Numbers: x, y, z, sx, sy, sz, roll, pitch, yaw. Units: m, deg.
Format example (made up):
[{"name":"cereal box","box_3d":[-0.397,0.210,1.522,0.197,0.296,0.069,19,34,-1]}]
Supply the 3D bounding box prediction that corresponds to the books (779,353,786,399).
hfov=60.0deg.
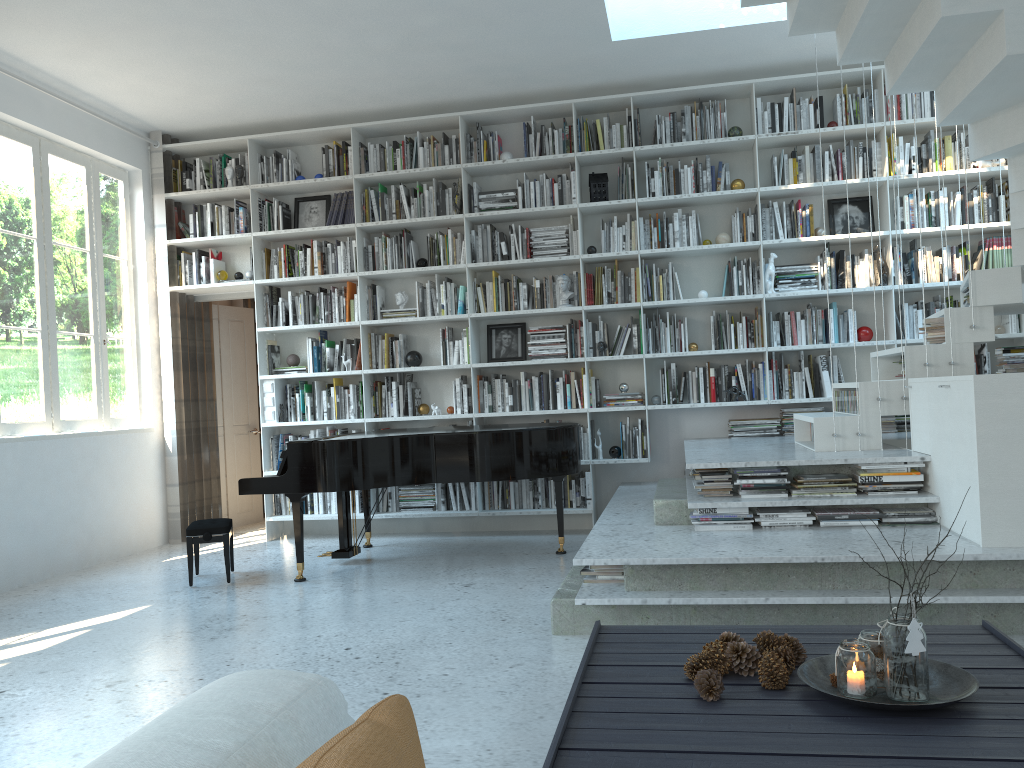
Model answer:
[{"name":"books","box_3d":[1.926,-0.056,6.315,0.013,0.327,0.130,-3,0,11]}]

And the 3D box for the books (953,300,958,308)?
[{"name":"books","box_3d":[3.041,-0.443,6.095,0.012,0.254,0.161,-3,0,11]}]

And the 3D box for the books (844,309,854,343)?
[{"name":"books","box_3d":[2.358,-0.399,6.212,0.025,0.235,0.181,-3,-1,11]}]

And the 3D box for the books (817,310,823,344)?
[{"name":"books","box_3d":[2.160,-0.394,6.255,0.026,0.246,0.165,-3,0,11]}]

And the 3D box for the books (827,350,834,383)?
[{"name":"books","box_3d":[2.247,-0.072,6.253,0.012,0.326,0.136,-3,0,11]}]

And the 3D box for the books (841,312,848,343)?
[{"name":"books","box_3d":[2.330,-0.389,6.227,0.037,0.218,0.139,-3,0,11]}]

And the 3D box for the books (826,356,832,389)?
[{"name":"books","box_3d":[2.235,-0.051,6.249,0.012,0.285,0.159,-3,0,11]}]

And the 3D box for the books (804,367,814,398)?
[{"name":"books","box_3d":[2.085,-0.009,6.265,0.052,0.217,0.184,-3,-1,11]}]

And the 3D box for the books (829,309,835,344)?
[{"name":"books","box_3d":[2.231,-0.397,6.222,0.023,0.244,0.189,-3,-1,11]}]

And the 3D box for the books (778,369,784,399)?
[{"name":"books","box_3d":[1.906,0.002,6.320,0.033,0.213,0.140,-3,0,11]}]

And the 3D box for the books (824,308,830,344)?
[{"name":"books","box_3d":[2.218,-0.401,6.250,0.012,0.254,0.161,-3,0,11]}]

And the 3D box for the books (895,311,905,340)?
[{"name":"books","box_3d":[2.661,-0.434,6.162,0.085,0.278,0.159,-3,0,11]}]

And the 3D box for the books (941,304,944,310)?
[{"name":"books","box_3d":[2.948,-0.427,6.104,0.014,0.230,0.172,-3,-1,11]}]

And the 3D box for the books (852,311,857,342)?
[{"name":"books","box_3d":[2.384,-0.394,6.209,0.027,0.223,0.170,-3,-1,11]}]

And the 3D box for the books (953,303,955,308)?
[{"name":"books","box_3d":[3.020,-0.434,6.095,0.014,0.237,0.146,-3,0,11]}]

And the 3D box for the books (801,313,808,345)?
[{"name":"books","box_3d":[2.067,-0.381,6.268,0.012,0.229,0.179,-3,-1,11]}]

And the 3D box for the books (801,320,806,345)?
[{"name":"books","box_3d":[2.047,-0.356,6.262,0.027,0.181,0.186,-3,-1,11]}]

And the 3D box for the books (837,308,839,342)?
[{"name":"books","box_3d":[2.276,-0.403,6.234,0.010,0.252,0.153,-3,0,11]}]

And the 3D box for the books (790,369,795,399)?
[{"name":"books","box_3d":[1.982,0.000,6.294,0.025,0.210,0.137,-3,0,11]}]

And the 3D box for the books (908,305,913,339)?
[{"name":"books","box_3d":[2.744,-0.419,6.139,0.037,0.236,0.153,-3,0,11]}]

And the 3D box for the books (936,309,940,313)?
[{"name":"books","box_3d":[2.917,-0.410,6.116,0.027,0.201,0.164,-3,-1,11]}]

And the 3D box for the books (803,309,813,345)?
[{"name":"books","box_3d":[2.081,-0.395,6.242,0.028,0.255,0.191,-3,-1,11]}]

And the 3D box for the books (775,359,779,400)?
[{"name":"books","box_3d":[1.879,-0.033,6.313,0.015,0.287,0.138,-3,0,11]}]

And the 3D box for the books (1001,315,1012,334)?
[{"name":"books","box_3d":[3.360,-0.460,6.033,0.012,0.254,0.161,-3,0,11]}]

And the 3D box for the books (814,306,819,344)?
[{"name":"books","box_3d":[2.140,-0.406,6.256,0.011,0.272,0.152,-3,0,11]}]

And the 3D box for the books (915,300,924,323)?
[{"name":"books","box_3d":[2.826,-0.439,6.138,0.024,0.267,0.133,-3,0,11]}]

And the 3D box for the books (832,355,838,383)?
[{"name":"books","box_3d":[2.262,-0.053,6.227,0.025,0.287,0.160,-3,0,11]}]

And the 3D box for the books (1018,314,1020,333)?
[{"name":"books","box_3d":[3.420,-0.493,6.032,0.013,0.315,0.129,-3,0,11]}]

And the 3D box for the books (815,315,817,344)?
[{"name":"books","box_3d":[2.130,-0.379,6.257,0.011,0.220,0.150,-3,0,11]}]

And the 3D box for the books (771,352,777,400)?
[{"name":"books","box_3d":[1.863,-0.058,6.313,0.014,0.337,0.132,-3,0,11]}]

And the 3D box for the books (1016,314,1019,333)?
[{"name":"books","box_3d":[3.403,-0.454,6.028,0.022,0.237,0.152,-3,0,11]}]

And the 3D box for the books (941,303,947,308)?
[{"name":"books","box_3d":[2.971,-0.434,6.116,0.027,0.242,0.131,-3,0,11]}]

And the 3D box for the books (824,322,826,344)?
[{"name":"books","box_3d":[2.200,-0.399,6.281,0.017,0.254,0.078,-3,0,11]}]

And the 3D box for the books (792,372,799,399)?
[{"name":"books","box_3d":[2.010,0.010,6.290,0.030,0.188,0.140,-3,-1,11]}]

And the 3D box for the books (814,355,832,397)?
[{"name":"books","box_3d":[2.178,-0.052,6.208,0.075,0.291,0.255,-3,-1,11]}]

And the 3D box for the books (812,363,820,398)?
[{"name":"books","box_3d":[2.136,-0.023,6.259,0.031,0.239,0.171,-3,0,11]}]

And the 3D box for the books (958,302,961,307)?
[{"name":"books","box_3d":[3.053,-0.437,6.088,0.013,0.240,0.166,-3,0,11]}]

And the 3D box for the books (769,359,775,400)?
[{"name":"books","box_3d":[1.852,-0.032,6.320,0.012,0.286,0.158,-3,0,11]}]

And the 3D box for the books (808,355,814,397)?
[{"name":"books","box_3d":[2.118,-0.054,6.281,0.010,0.304,0.131,-3,0,11]}]

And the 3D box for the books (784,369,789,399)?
[{"name":"books","box_3d":[1.944,0.000,6.301,0.023,0.214,0.163,-3,-1,11]}]

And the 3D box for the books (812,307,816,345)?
[{"name":"books","box_3d":[2.114,-0.400,6.240,0.012,0.262,0.186,-3,0,11]}]

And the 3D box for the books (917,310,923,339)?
[{"name":"books","box_3d":[2.798,-0.405,6.125,0.029,0.201,0.172,-3,-1,11]}]

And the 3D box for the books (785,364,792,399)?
[{"name":"books","box_3d":[1.960,-0.016,6.287,0.015,0.243,0.156,-3,0,11]}]

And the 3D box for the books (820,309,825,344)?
[{"name":"books","box_3d":[2.176,-0.397,6.232,0.014,0.249,0.177,-3,0,11]}]

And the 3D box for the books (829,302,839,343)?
[{"name":"books","box_3d":[2.254,-0.421,6.221,0.026,0.290,0.181,-3,0,11]}]

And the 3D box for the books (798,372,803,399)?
[{"name":"books","box_3d":[2.035,0.010,6.278,0.024,0.185,0.149,-3,-1,11]}]

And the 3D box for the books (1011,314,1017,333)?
[{"name":"books","box_3d":[3.380,-0.425,6.022,0.028,0.181,0.167,-3,-1,11]}]

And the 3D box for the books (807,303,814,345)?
[{"name":"books","box_3d":[2.105,-0.418,6.259,0.013,0.299,0.147,-3,0,11]}]

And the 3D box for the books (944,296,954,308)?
[{"name":"books","box_3d":[3.005,-0.457,6.090,0.011,0.284,0.161,-3,0,11]}]

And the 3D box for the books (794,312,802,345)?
[{"name":"books","box_3d":[2.021,-0.383,6.279,0.026,0.239,0.177,-3,0,11]}]

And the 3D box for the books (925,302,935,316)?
[{"name":"books","box_3d":[2.870,-0.432,6.096,0.027,0.248,0.184,-3,0,11]}]

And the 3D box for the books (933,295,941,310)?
[{"name":"books","box_3d":[2.934,-0.459,6.113,0.013,0.297,0.141,-3,0,11]}]

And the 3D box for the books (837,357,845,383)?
[{"name":"books","box_3d":[2.307,-0.049,6.229,0.062,0.274,0.148,-3,0,11]}]

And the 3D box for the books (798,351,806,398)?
[{"name":"books","box_3d":[2.050,-0.065,6.272,0.014,0.333,0.168,-3,0,11]}]

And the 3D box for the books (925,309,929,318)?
[{"name":"books","box_3d":[2.850,-0.411,6.127,0.025,0.208,0.149,-3,0,11]}]

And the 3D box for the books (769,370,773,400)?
[{"name":"books","box_3d":[1.831,0.008,6.304,0.027,0.208,0.164,-3,-1,11]}]

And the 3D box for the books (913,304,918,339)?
[{"name":"books","box_3d":[2.773,-0.424,6.134,0.022,0.242,0.151,-3,0,11]}]

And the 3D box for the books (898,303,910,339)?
[{"name":"books","box_3d":[2.712,-0.426,6.137,0.024,0.252,0.175,-3,0,11]}]

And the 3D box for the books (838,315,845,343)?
[{"name":"books","box_3d":[2.295,-0.378,6.218,0.030,0.201,0.189,-3,-1,11]}]
